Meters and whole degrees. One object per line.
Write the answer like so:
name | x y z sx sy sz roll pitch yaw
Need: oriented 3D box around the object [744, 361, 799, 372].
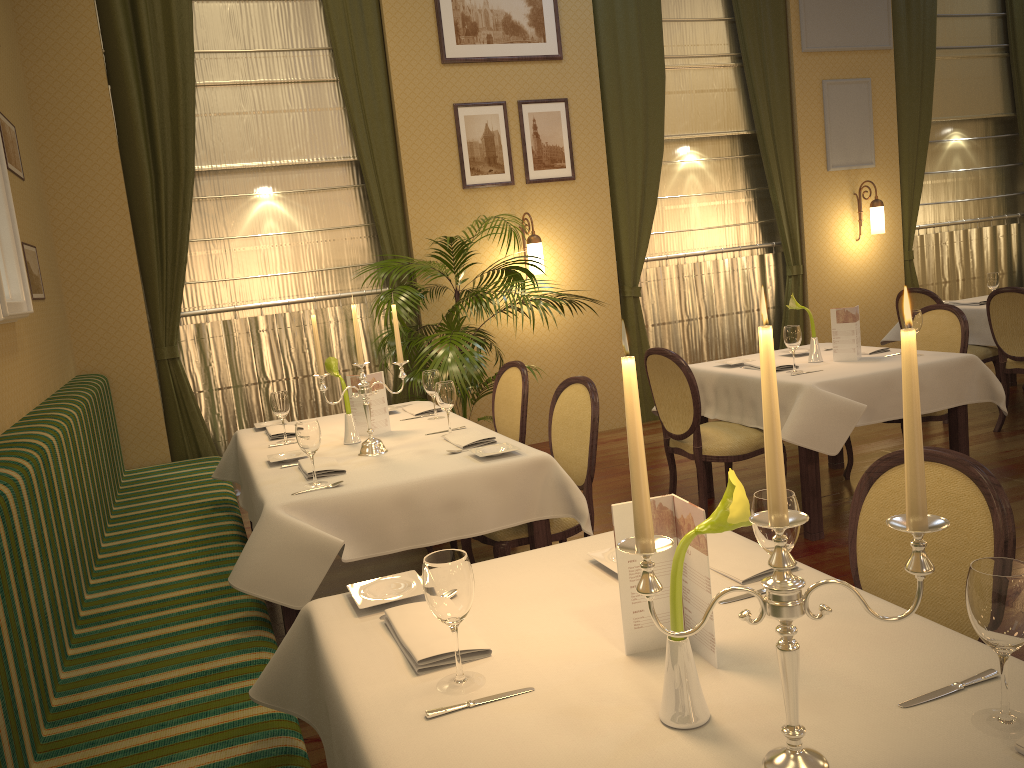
object | 1.340 -0.094 4.591 0.142 0.033 0.273 -9 9 -19

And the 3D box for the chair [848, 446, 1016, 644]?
chair | 0.742 0.653 1.903 0.571 0.955 0.530 -9 9 -19

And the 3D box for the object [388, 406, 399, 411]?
object | -0.668 0.143 4.512 0.160 0.024 0.160 -9 9 -19

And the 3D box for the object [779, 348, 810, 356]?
object | 1.604 -0.173 4.956 0.160 0.024 0.160 -9 9 -19

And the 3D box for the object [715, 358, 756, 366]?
object | 1.218 -0.112 4.833 0.160 0.024 0.160 -9 9 -19

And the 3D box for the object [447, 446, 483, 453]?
object | -0.165 0.249 3.404 0.181 0.015 0.038 -9 8 -18

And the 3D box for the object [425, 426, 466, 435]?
object | -0.288 0.202 3.843 0.185 0.010 0.017 -9 9 -19

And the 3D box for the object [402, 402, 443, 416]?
object | -0.455 0.126 4.477 0.142 0.024 0.273 -9 9 -19

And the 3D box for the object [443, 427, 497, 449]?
object | -0.173 0.219 3.574 0.142 0.033 0.273 -9 9 -19

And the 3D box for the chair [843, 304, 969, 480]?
chair | 2.189 0.067 4.888 0.571 0.955 0.530 -9 9 -19

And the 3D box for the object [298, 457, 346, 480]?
object | -0.719 0.313 3.343 0.142 0.033 0.273 -9 9 -19

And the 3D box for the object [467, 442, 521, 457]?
object | -0.065 0.252 3.274 0.160 0.024 0.160 -9 9 -19

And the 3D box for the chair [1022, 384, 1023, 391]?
chair | 4.277 -0.427 6.727 0.571 0.955 0.530 -9 9 -19

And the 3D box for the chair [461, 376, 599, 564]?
chair | 0.093 0.479 3.633 0.571 0.955 0.530 -9 9 -19

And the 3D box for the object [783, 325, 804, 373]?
object | 1.390 -0.172 4.382 0.088 0.229 0.088 -2 9 28

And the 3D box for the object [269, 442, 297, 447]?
object | -0.993 0.263 3.965 0.185 0.010 0.017 -9 8 -18

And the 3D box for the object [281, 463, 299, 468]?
object | -0.817 0.311 3.495 0.185 0.010 0.017 -9 8 -18

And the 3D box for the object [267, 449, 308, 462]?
object | -0.904 0.300 3.596 0.160 0.024 0.160 -9 9 -19

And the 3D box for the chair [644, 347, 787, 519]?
chair | 1.015 0.250 4.522 0.571 0.955 0.530 -9 9 -19

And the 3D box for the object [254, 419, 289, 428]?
object | -1.214 0.209 4.476 0.160 0.024 0.160 -9 9 -19

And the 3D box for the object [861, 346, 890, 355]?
object | 1.898 -0.185 4.818 0.142 0.024 0.273 -9 9 -19

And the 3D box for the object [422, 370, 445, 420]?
object | -0.372 0.051 4.192 0.088 0.229 0.088 -2 9 28

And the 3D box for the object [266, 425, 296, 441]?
object | -1.092 0.227 4.235 0.142 0.033 0.273 -9 9 -19

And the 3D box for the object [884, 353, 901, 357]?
object | 2.001 -0.158 4.584 0.185 0.010 0.017 -9 9 -19

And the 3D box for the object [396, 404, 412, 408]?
object | -0.581 0.116 4.662 0.181 0.015 0.038 -9 8 -18

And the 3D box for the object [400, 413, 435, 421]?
object | -0.451 0.158 4.279 0.185 0.010 0.017 -9 9 -19

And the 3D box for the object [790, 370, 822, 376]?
object | 1.438 -0.058 4.322 0.185 0.010 0.017 -9 8 -18

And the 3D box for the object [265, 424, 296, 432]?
object | -1.135 0.216 4.396 0.181 0.015 0.038 -9 8 -18

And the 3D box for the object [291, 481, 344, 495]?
object | -0.667 0.356 3.040 0.181 0.015 0.038 -9 8 -18

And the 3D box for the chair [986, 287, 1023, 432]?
chair | 3.373 -0.172 5.641 0.571 0.955 0.530 -9 9 -19

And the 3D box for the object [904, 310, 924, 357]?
object | 2.027 -0.256 4.472 0.088 0.229 0.088 -2 9 28

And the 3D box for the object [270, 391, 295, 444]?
object | -1.042 0.149 4.025 0.088 0.229 0.088 -2 9 28

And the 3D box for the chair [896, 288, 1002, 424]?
chair | 3.104 -0.244 6.361 0.571 0.955 0.530 -9 9 -19

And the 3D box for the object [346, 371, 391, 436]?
object | -0.642 0.093 3.950 0.166 0.277 0.081 -7 8 -3

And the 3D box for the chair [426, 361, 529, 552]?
chair | -0.170 0.395 4.429 0.571 0.955 0.530 -9 9 -19

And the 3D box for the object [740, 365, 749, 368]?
object | 1.297 -0.106 4.753 0.181 0.015 0.038 -9 8 -18

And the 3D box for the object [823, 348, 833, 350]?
object | 1.846 -0.207 5.033 0.181 0.015 0.038 -9 8 -18

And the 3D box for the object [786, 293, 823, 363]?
object | 1.527 -0.296 4.622 0.163 0.375 0.076 -6 8 2

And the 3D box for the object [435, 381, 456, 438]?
object | -0.271 0.105 3.729 0.088 0.229 0.088 -2 9 28

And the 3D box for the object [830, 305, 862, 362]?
object | 1.737 -0.257 4.548 0.166 0.277 0.081 -8 8 -13

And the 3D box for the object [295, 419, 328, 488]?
object | -0.704 0.242 3.109 0.088 0.229 0.088 -2 9 28
